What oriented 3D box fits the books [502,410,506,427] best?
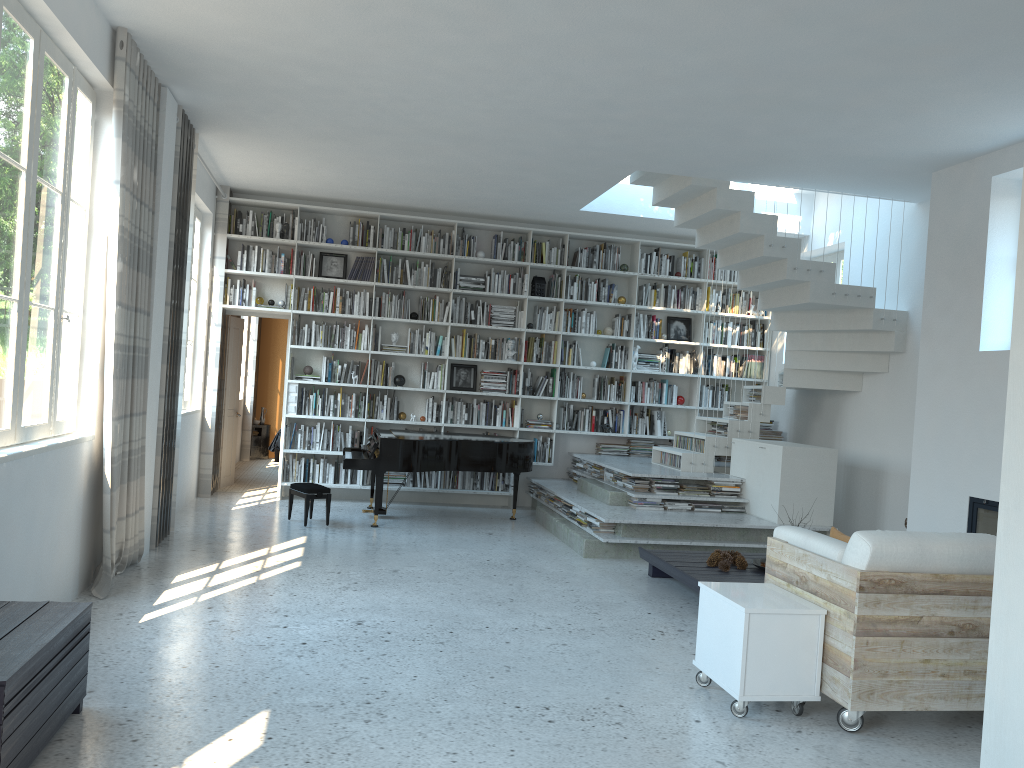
[{"bbox_3d":[-0.100,0.385,9.988,0.023,0.183,0.169,4,0,-11],"label":"books"}]

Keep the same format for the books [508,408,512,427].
[{"bbox_3d":[-0.032,0.375,10.002,0.042,0.212,0.169,4,0,-11],"label":"books"}]

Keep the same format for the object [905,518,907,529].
[{"bbox_3d":[3.204,1.111,6.817,0.096,0.094,0.442,4,0,-14],"label":"object"}]

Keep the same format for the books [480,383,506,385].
[{"bbox_3d":[-0.216,0.000,9.976,0.285,0.012,0.159,4,0,-9],"label":"books"}]

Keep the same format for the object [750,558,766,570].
[{"bbox_3d":[1.880,1.280,6.193,0.429,0.038,0.429,4,0,29],"label":"object"}]

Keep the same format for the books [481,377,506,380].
[{"bbox_3d":[-0.212,-0.060,9.973,0.254,0.012,0.161,4,0,-14],"label":"books"}]

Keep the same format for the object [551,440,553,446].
[{"bbox_3d":[0.439,0.757,10.034,0.011,0.260,0.142,4,0,-11],"label":"object"}]

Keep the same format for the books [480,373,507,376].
[{"bbox_3d":[-0.209,-0.109,9.975,0.285,0.012,0.159,4,0,-9],"label":"books"}]

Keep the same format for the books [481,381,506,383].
[{"bbox_3d":[-0.213,-0.024,9.970,0.254,0.012,0.161,4,0,-16],"label":"books"}]

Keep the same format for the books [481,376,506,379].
[{"bbox_3d":[-0.211,-0.072,9.971,0.254,0.012,0.161,4,0,-15],"label":"books"}]

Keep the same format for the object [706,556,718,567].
[{"bbox_3d":[1.400,1.245,6.212,0.082,0.085,0.082,4,0,4],"label":"object"}]

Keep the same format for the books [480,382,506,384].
[{"bbox_3d":[-0.214,-0.012,9.969,0.285,0.012,0.159,4,0,-6],"label":"books"}]

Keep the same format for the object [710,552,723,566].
[{"bbox_3d":[1.442,1.240,6.275,0.110,0.101,0.114,4,0,-29],"label":"object"}]

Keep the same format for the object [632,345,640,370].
[{"bbox_3d":[1.409,-0.298,10.112,0.087,0.288,0.075,4,1,24],"label":"object"}]

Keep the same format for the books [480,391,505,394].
[{"bbox_3d":[-0.222,0.096,9.973,0.254,0.012,0.161,4,0,-15],"label":"books"}]

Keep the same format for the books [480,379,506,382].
[{"bbox_3d":[-0.212,-0.036,9.969,0.285,0.012,0.159,4,0,-6],"label":"books"}]

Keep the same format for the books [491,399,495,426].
[{"bbox_3d":[-0.226,0.320,9.972,0.012,0.296,0.177,4,0,-11],"label":"books"}]

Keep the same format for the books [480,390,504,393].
[{"bbox_3d":[-0.222,0.083,9.977,0.254,0.012,0.161,4,0,-9],"label":"books"}]

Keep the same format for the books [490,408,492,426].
[{"bbox_3d":[-0.247,0.366,9.979,0.021,0.203,0.128,4,0,-11],"label":"books"}]

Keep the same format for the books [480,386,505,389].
[{"bbox_3d":[-0.218,0.035,9.970,0.254,0.012,0.161,4,0,-16],"label":"books"}]

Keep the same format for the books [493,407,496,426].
[{"bbox_3d":[-0.211,0.366,9.973,0.024,0.207,0.183,4,0,-11],"label":"books"}]

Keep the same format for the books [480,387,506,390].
[{"bbox_3d":[-0.218,0.048,9.969,0.285,0.012,0.159,4,0,-6],"label":"books"}]

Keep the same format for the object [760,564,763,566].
[{"bbox_3d":[1.760,1.278,6.233,0.030,0.027,0.026,4,0,-44],"label":"object"}]

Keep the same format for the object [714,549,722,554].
[{"bbox_3d":[1.478,1.229,6.351,0.090,0.106,0.097,4,0,10],"label":"object"}]

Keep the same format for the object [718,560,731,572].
[{"bbox_3d":[1.454,1.246,6.060,0.081,0.083,0.098,4,0,-6],"label":"object"}]

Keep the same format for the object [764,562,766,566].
[{"bbox_3d":[1.786,1.272,6.212,0.039,0.043,0.038,4,0,-40],"label":"object"}]

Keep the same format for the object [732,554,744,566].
[{"bbox_3d":[1.602,1.253,6.304,0.106,0.086,0.091,4,0,3],"label":"object"}]

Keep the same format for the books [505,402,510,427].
[{"bbox_3d":[-0.065,0.343,10.006,0.026,0.272,0.175,4,0,-11],"label":"books"}]

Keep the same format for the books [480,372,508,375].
[{"bbox_3d":[-0.207,-0.121,9.968,0.285,0.012,0.159,4,0,-16],"label":"books"}]

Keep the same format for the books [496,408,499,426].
[{"bbox_3d":[-0.173,0.370,9.979,0.023,0.204,0.167,4,0,-11],"label":"books"}]

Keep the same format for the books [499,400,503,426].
[{"bbox_3d":[-0.132,0.328,9.998,0.014,0.294,0.137,4,0,-11],"label":"books"}]

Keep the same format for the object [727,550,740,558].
[{"bbox_3d":[1.592,1.244,6.372,0.097,0.102,0.099,4,0,-41],"label":"object"}]

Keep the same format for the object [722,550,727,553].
[{"bbox_3d":[1.564,1.258,6.479,0.078,0.084,0.098,4,0,-11],"label":"object"}]

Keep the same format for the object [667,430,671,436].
[{"bbox_3d":[1.828,0.573,10.372,0.071,0.072,0.071,4,0,38],"label":"object"}]

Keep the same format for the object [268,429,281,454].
[{"bbox_3d":[-2.732,0.741,12.871,1.481,0.540,1.450,4,0,-12],"label":"object"}]

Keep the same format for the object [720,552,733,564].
[{"bbox_3d":[1.514,1.239,6.283,0.108,0.108,0.094,4,0,-43],"label":"object"}]

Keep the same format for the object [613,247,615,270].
[{"bbox_3d":[1.157,-1.427,10.211,0.006,0.298,0.129,4,0,-11],"label":"object"}]

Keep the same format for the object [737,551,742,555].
[{"bbox_3d":[1.637,1.255,6.417,0.086,0.101,0.078,4,0,-37],"label":"object"}]

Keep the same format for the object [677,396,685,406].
[{"bbox_3d":[1.961,0.193,10.366,0.115,0.116,0.115,4,0,-33],"label":"object"}]

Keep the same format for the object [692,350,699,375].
[{"bbox_3d":[2.122,-0.249,10.269,0.087,0.288,0.075,4,1,24],"label":"object"}]

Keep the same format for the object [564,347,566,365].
[{"bbox_3d":[0.583,-0.316,10.121,0.013,0.208,0.140,4,0,-11],"label":"object"}]

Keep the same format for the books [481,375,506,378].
[{"bbox_3d":[-0.210,-0.084,9.973,0.254,0.012,0.161,4,0,-14],"label":"books"}]

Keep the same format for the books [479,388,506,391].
[{"bbox_3d":[-0.221,0.059,9.979,0.285,0.012,0.159,4,0,-12],"label":"books"}]

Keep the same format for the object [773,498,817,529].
[{"bbox_3d":[1.922,1.039,6.109,0.309,0.522,0.435,4,0,19],"label":"object"}]

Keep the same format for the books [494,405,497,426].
[{"bbox_3d":[-0.193,0.353,9.987,0.014,0.235,0.154,4,0,-11],"label":"books"}]

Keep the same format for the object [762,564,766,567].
[{"bbox_3d":[1.761,1.275,6.192,0.035,0.035,0.030,4,0,12],"label":"object"}]

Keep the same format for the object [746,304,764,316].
[{"bbox_3d":[2.854,-0.863,10.410,0.203,0.137,0.095,4,0,5],"label":"object"}]

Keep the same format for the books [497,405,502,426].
[{"bbox_3d":[-0.150,0.356,9.983,0.023,0.234,0.174,4,0,-11],"label":"books"}]

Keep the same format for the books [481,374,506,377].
[{"bbox_3d":[-0.209,-0.097,9.971,0.254,0.012,0.161,4,0,-15],"label":"books"}]

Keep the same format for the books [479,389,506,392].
[{"bbox_3d":[-0.220,0.071,9.970,0.285,0.012,0.159,4,0,-16],"label":"books"}]

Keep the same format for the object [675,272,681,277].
[{"bbox_3d":[1.922,-1.261,10.260,0.071,0.072,0.071,4,0,38],"label":"object"}]

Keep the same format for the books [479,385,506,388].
[{"bbox_3d":[-0.219,0.024,9.981,0.285,0.012,0.159,4,0,-11],"label":"books"}]

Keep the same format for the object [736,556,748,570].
[{"bbox_3d":[1.605,1.253,6.195,0.083,0.100,0.092,4,0,-6],"label":"object"}]

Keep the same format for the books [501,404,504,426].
[{"bbox_3d":[-0.121,0.348,10.008,0.014,0.256,0.145,4,0,-11],"label":"books"}]

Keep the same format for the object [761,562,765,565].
[{"bbox_3d":[1.775,1.275,6.273,0.035,0.035,0.030,4,0,-13],"label":"object"}]

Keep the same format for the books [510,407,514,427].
[{"bbox_3d":[-0.006,0.375,10.009,0.011,0.216,0.166,4,0,-11],"label":"books"}]

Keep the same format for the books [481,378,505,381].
[{"bbox_3d":[-0.212,-0.048,9.974,0.254,0.012,0.161,4,0,-8],"label":"books"}]

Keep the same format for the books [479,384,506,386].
[{"bbox_3d":[-0.218,0.012,9.979,0.285,0.012,0.159,4,0,-10],"label":"books"}]

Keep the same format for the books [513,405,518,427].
[{"bbox_3d":[0.029,0.363,10.009,0.033,0.246,0.176,4,0,-11],"label":"books"}]
